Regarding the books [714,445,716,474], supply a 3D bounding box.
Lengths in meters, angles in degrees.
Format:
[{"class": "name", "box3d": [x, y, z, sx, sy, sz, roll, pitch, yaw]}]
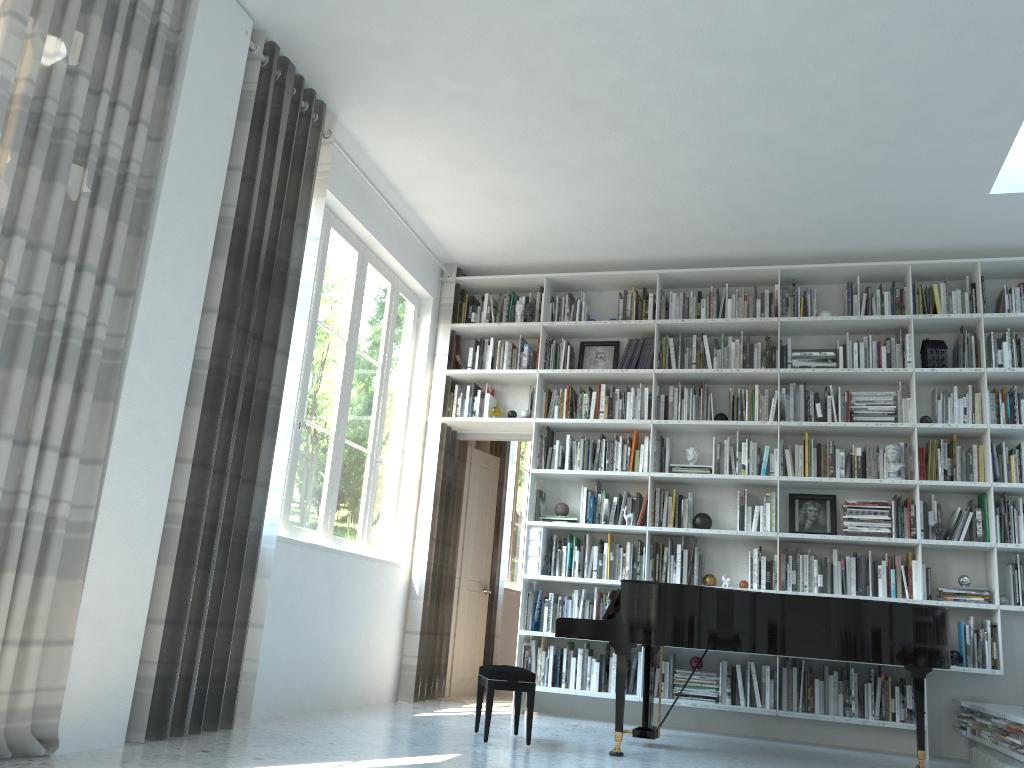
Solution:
[{"class": "books", "box3d": [1.413, 0.551, 6.145, 0.010, 0.231, 0.155, 0, -16, 17]}]

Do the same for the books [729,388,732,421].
[{"class": "books", "box3d": [1.536, 0.178, 6.226, 0.012, 0.275, 0.129, 0, -15, 17]}]

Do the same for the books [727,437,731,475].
[{"class": "books", "box3d": [1.494, 0.520, 6.111, 0.012, 0.285, 0.168, 0, -15, 17]}]

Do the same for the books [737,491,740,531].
[{"class": "books", "box3d": [1.536, 0.877, 6.008, 0.012, 0.284, 0.160, 0, -15, 17]}]

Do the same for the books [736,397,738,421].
[{"class": "books", "box3d": [1.576, 0.210, 6.190, 0.011, 0.199, 0.163, 0, -16, 17]}]

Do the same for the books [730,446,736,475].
[{"class": "books", "box3d": [1.525, 0.554, 6.110, 0.048, 0.224, 0.150, 0, -16, 17]}]

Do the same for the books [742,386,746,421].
[{"class": "books", "box3d": [1.622, 0.171, 6.197, 0.033, 0.286, 0.155, 0, -15, 17]}]

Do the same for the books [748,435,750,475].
[{"class": "books", "box3d": [1.625, 0.514, 6.077, 0.011, 0.300, 0.179, 0, -15, 17]}]

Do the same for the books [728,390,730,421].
[{"class": "books", "box3d": [1.525, 0.186, 6.219, 0.005, 0.253, 0.161, 0, -16, 17]}]

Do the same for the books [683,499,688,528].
[{"class": "books", "box3d": [1.198, 0.908, 6.092, 0.028, 0.215, 0.175, 0, -16, 17]}]

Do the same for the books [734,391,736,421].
[{"class": "books", "box3d": [1.554, 0.187, 6.179, 0.005, 0.235, 0.179, 0, -16, 17]}]

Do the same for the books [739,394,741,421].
[{"class": "books", "box3d": [1.587, 0.196, 6.165, 0.006, 0.215, 0.181, 0, -16, 17]}]

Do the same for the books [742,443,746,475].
[{"class": "books", "box3d": [1.593, 0.540, 6.080, 0.028, 0.246, 0.170, 0, -16, 17]}]

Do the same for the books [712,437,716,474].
[{"class": "books", "box3d": [1.401, 0.522, 6.142, 0.012, 0.284, 0.160, 0, -15, 17]}]

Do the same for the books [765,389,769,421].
[{"class": "books", "box3d": [1.763, 0.182, 6.134, 0.022, 0.256, 0.155, 0, -15, 17]}]

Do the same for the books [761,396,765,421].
[{"class": "books", "box3d": [1.742, 0.204, 6.144, 0.024, 0.215, 0.142, 0, -16, 17]}]

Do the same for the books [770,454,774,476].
[{"class": "books", "box3d": [1.768, 0.576, 6.033, 0.027, 0.180, 0.142, 0, -16, 17]}]

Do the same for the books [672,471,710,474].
[{"class": "books", "box3d": [1.245, 0.631, 6.165, 0.254, 0.012, 0.161, 1, -16, 13]}]

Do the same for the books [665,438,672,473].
[{"class": "books", "box3d": [1.101, 0.528, 6.242, 0.021, 0.277, 0.137, 0, -15, 17]}]

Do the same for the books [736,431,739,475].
[{"class": "books", "box3d": [1.555, 0.502, 6.107, 0.010, 0.328, 0.174, 0, -15, 17]}]

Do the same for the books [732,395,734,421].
[{"class": "books", "box3d": [1.552, 0.204, 6.203, 0.013, 0.215, 0.150, 0, -16, 17]}]

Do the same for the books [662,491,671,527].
[{"class": "books", "box3d": [1.070, 0.886, 6.140, 0.036, 0.262, 0.167, 0, -16, 17]}]

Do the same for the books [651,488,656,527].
[{"class": "books", "box3d": [0.992, 0.879, 6.178, 0.012, 0.284, 0.160, 0, -15, 17]}]

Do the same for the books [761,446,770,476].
[{"class": "books", "box3d": [1.723, 0.549, 6.035, 0.060, 0.227, 0.179, 0, -16, 17]}]

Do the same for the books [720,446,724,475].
[{"class": "books", "box3d": [1.461, 0.556, 6.140, 0.024, 0.226, 0.138, 0, -15, 17]}]

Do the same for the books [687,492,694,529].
[{"class": "books", "box3d": [1.231, 0.888, 6.104, 0.028, 0.265, 0.145, 0, -15, 17]}]

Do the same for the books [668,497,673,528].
[{"class": "books", "box3d": [1.099, 0.904, 6.130, 0.025, 0.227, 0.153, 0, -16, 17]}]

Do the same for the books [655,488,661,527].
[{"class": "books", "box3d": [1.018, 0.877, 6.161, 0.025, 0.283, 0.146, 0, -15, 17]}]

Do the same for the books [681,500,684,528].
[{"class": "books", "box3d": [1.180, 0.913, 6.099, 0.011, 0.207, 0.180, 0, -16, 17]}]

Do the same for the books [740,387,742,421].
[{"class": "books", "box3d": [1.601, 0.174, 6.191, 0.005, 0.274, 0.157, 0, -15, 17]}]

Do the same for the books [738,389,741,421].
[{"class": "books", "box3d": [1.590, 0.181, 6.203, 0.009, 0.266, 0.150, 0, -15, 17]}]

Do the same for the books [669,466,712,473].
[{"class": "books", "box3d": [1.249, 0.597, 6.178, 0.285, 0.012, 0.160, -1, -16, 18]}]

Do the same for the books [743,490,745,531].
[{"class": "books", "box3d": [1.574, 0.876, 6.005, 0.011, 0.291, 0.156, 0, -15, 17]}]

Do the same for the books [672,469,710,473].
[{"class": "books", "box3d": [1.245, 0.619, 6.166, 0.254, 0.012, 0.161, 1, -16, 12]}]

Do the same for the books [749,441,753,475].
[{"class": "books", "box3d": [1.640, 0.534, 6.067, 0.023, 0.259, 0.171, 0, -16, 17]}]

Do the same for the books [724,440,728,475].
[{"class": "books", "box3d": [1.480, 0.533, 6.125, 0.022, 0.266, 0.151, 0, -15, 17]}]

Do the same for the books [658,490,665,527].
[{"class": "books", "box3d": [1.043, 0.883, 6.157, 0.026, 0.274, 0.155, 0, -15, 17]}]

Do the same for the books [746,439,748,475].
[{"class": "books", "box3d": [1.610, 0.529, 6.067, 0.012, 0.264, 0.193, 0, -16, 17]}]

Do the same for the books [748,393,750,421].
[{"class": "books", "box3d": [1.654, 0.196, 6.183, 0.011, 0.235, 0.131, 0, -15, 17]}]

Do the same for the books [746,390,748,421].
[{"class": "books", "box3d": [1.633, 0.182, 6.154, 0.013, 0.243, 0.189, 0, -16, 17]}]

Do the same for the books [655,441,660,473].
[{"class": "books", "box3d": [1.035, 0.537, 6.257, 0.024, 0.256, 0.134, 0, -15, 17]}]

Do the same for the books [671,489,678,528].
[{"class": "books", "box3d": [1.120, 0.876, 6.109, 0.026, 0.273, 0.190, 0, -16, 17]}]

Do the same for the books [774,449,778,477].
[{"class": "books", "box3d": [1.796, 0.559, 6.033, 0.026, 0.216, 0.127, 0, -15, 17]}]

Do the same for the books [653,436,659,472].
[{"class": "books", "box3d": [1.021, 0.526, 6.271, 0.012, 0.284, 0.160, 0, -15, 17]}]

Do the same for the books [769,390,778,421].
[{"class": "books", "box3d": [1.798, 0.186, 6.099, 0.064, 0.236, 0.209, 0, -16, 17]}]

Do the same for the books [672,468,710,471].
[{"class": "books", "box3d": [1.247, 0.608, 6.173, 0.254, 0.012, 0.161, 1, -16, 14]}]

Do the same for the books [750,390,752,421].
[{"class": "books", "box3d": [1.664, 0.184, 6.170, 0.017, 0.252, 0.140, 0, -15, 17]}]

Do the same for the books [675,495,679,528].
[{"class": "books", "box3d": [1.144, 0.897, 6.119, 0.014, 0.243, 0.153, 0, -15, 17]}]

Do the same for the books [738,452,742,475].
[{"class": "books", "box3d": [1.570, 0.573, 6.098, 0.025, 0.189, 0.140, 0, -16, 17]}]

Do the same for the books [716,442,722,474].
[{"class": "books", "box3d": [1.428, 0.538, 6.124, 0.030, 0.246, 0.175, 0, -16, 17]}]

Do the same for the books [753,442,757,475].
[{"class": "books", "box3d": [1.667, 0.541, 6.079, 0.022, 0.255, 0.152, 0, -15, 17]}]

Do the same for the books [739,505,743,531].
[{"class": "books", "box3d": [1.549, 0.923, 5.986, 0.025, 0.185, 0.154, 0, -16, 17]}]

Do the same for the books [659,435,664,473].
[{"class": "books", "box3d": [1.058, 0.523, 6.274, 0.011, 0.297, 0.136, 0, -15, 17]}]

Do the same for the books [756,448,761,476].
[{"class": "books", "box3d": [1.688, 0.559, 6.068, 0.026, 0.218, 0.150, 0, -16, 17]}]

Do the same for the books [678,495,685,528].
[{"class": "books", "box3d": [1.169, 0.899, 6.128, 0.028, 0.247, 0.143, 0, -15, 17]}]

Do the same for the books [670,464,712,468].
[{"class": "books", "box3d": [1.248, 0.584, 6.177, 0.285, 0.012, 0.160, 1, -16, 13]}]

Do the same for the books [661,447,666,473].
[{"class": "books", "box3d": [1.073, 0.562, 6.246, 0.034, 0.209, 0.136, 0, -16, 17]}]

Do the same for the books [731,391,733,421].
[{"class": "books", "box3d": [1.539, 0.187, 6.193, 0.005, 0.239, 0.174, 0, -16, 17]}]
